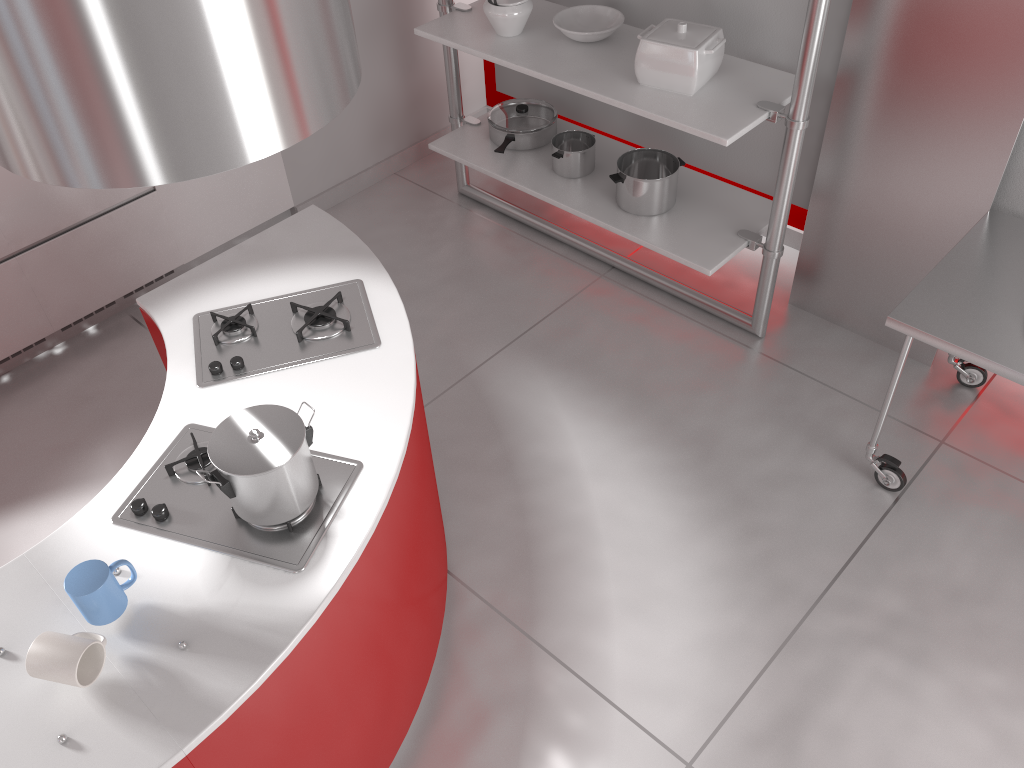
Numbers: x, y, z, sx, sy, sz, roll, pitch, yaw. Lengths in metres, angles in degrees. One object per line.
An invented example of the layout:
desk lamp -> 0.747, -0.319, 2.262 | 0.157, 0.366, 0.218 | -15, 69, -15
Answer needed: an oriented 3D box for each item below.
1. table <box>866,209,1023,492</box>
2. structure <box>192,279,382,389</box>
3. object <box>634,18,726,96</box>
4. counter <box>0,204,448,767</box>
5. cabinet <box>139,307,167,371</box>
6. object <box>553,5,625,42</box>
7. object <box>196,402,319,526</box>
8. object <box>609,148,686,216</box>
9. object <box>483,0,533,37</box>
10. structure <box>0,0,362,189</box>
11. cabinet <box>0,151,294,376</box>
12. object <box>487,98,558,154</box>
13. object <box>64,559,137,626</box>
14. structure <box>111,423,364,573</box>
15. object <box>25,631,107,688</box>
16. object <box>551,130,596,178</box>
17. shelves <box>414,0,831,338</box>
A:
table -> 1.909, 0.226, 2.509 | 1.627, 0.682, 0.749 | 33, 54, 32
structure -> -0.585, -0.150, 2.270 | 0.457, 0.037, 0.303 | -14, 44, -10
object -> 0.579, -1.143, 3.053 | 0.282, 0.197, 0.235 | 23, 50, 25
counter -> -1.574, 0.619, 2.198 | 2.865, 0.880, 1.868 | -11, 44, -7
cabinet -> -1.743, 0.453, 2.338 | 1.875, 0.761, 1.025 | -3, 44, 1
object -> 0.292, -1.362, 3.391 | 0.272, 0.072, 0.272 | 3, 44, 7
object -> -0.494, 0.159, 1.779 | 0.189, 0.185, 0.218 | 2, 44, 6
object -> 0.524, -0.785, 3.444 | 0.240, 0.161, 0.259 | 17, 47, 20
object -> -0.016, -1.461, 3.413 | 0.192, 0.214, 0.192 | 20, 48, 23
structure -> -0.610, -0.856, 1.235 | 0.644, 0.958, 0.644 | 5, 44, 9
cabinet -> -2.114, -1.009, 3.111 | 0.614, 2.026, 2.398 | 32, 54, 31
object -> 0.008, -1.132, 3.866 | 0.407, 0.130, 0.308 | -31, 50, -26
object -> -0.767, 0.378, 1.656 | 0.080, 0.100, 0.109 | 9, 45, 14
structure -> -0.582, 0.219, 1.883 | 0.457, 0.037, 0.303 | 11, 46, 15
object -> -0.780, 0.473, 1.569 | 0.100, 0.080, 0.109 | 7, 45, 11
object -> 0.254, -0.949, 3.663 | 0.182, 0.122, 0.196 | -1, 44, 3
shelves -> 0.307, -1.511, 3.052 | 1.735, 2.599, 0.535 | 32, 54, 31
